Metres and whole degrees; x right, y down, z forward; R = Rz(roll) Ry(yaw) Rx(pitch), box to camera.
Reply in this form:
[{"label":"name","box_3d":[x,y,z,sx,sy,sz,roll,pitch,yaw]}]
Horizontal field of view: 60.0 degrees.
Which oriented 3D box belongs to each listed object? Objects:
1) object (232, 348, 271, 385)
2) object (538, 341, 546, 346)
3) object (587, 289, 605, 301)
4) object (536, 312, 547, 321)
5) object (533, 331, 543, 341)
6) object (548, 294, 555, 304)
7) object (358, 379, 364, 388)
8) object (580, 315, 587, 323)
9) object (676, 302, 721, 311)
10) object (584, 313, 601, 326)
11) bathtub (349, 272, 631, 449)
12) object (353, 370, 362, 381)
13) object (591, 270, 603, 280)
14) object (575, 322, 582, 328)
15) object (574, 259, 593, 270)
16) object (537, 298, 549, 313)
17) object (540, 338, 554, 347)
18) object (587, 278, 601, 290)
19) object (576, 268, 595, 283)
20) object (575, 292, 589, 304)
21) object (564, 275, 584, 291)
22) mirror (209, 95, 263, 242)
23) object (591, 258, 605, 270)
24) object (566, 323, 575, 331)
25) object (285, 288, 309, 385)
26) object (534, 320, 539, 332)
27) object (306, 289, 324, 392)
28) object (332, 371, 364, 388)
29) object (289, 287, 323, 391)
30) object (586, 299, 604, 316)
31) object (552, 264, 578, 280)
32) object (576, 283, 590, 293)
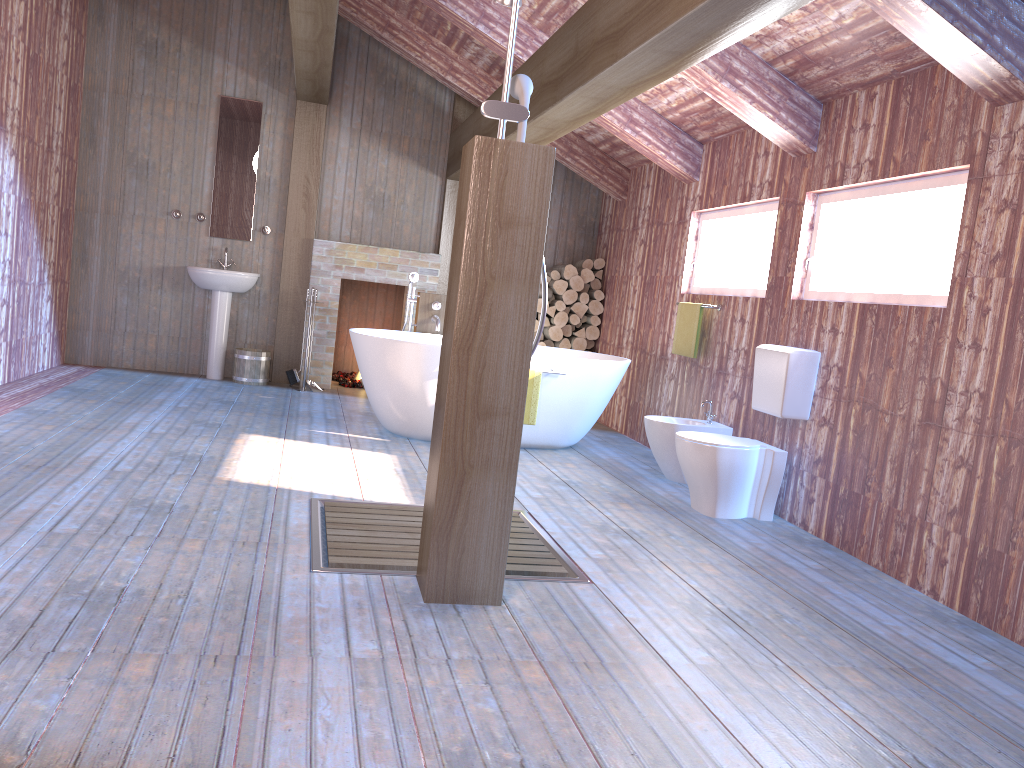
[{"label":"object","box_3d":[-2.248,-0.149,7.662,0.309,0.290,0.308,6,6,-3]},{"label":"object","box_3d":[0.212,-0.357,8.178,0.098,0.100,0.437,5,6,-15]},{"label":"object","box_3d":[0.745,-0.833,8.242,0.102,0.109,0.438,5,6,-13]},{"label":"object","box_3d":[0.248,-0.619,8.154,0.088,0.092,0.280,5,6,-12]},{"label":"object","box_3d":[0.207,-0.464,8.267,0.104,0.127,0.321,5,6,-13]},{"label":"object","box_3d":[0.306,-0.811,8.245,0.121,0.124,0.291,5,6,-12]},{"label":"object","box_3d":[-1.342,-0.010,8.401,0.085,0.084,0.278,10,7,33]},{"label":"object","box_3d":[0.644,-0.615,8.293,0.088,0.092,0.280,5,6,-12]},{"label":"object","box_3d":[1.238,-0.528,5.962,0.091,0.043,0.581,5,6,-13]},{"label":"object","box_3d":[0.714,-0.604,8.263,0.102,0.109,0.438,5,6,-13]},{"label":"bathtub","box_3d":[-0.159,-0.164,6.166,1.935,1.109,1.460,8,6,9]},{"label":"object","box_3d":[-1.410,-0.140,8.531,0.221,0.306,0.121,8,6,14]},{"label":"object","box_3d":[0.761,-1.028,8.275,0.081,0.100,0.281,5,6,-13]},{"label":"object","box_3d":[0.591,-0.558,8.229,0.067,0.069,0.177,5,6,-13]},{"label":"object","box_3d":[0.665,-1.098,8.227,0.104,0.121,0.270,5,6,-12]},{"label":"object","box_3d":[0.219,-0.733,8.138,0.138,0.147,0.440,5,6,-13]},{"label":"object","box_3d":[0.300,-0.369,8.300,0.116,0.118,0.289,5,6,-16]},{"label":"object","box_3d":[0.745,-0.932,8.267,0.107,0.115,0.269,5,6,-12]},{"label":"object","box_3d":[0.638,-1.001,8.218,0.133,0.142,0.456,5,6,-12]},{"label":"object","box_3d":[0.612,-0.801,8.214,0.089,0.106,0.437,5,6,-12]},{"label":"object","box_3d":[0.529,-0.933,8.182,0.141,0.143,0.437,5,6,-15]},{"label":"mirror","box_3d":[-2.383,-1.853,7.659,0.350,1.199,0.009,5,6,-13]},{"label":"object","box_3d":[0.771,-1.111,8.251,0.112,0.113,0.271,5,6,-13]},{"label":"object","box_3d":[0.529,-0.527,8.218,0.065,0.069,0.177,5,6,-14]},{"label":"object","box_3d":[-1.840,-0.405,7.590,0.136,0.846,0.062,3,7,-32]},{"label":"object","box_3d":[0.170,-0.549,8.141,0.115,0.123,0.291,5,6,-12]},{"label":"object","box_3d":[-1.696,-0.378,7.613,0.206,0.871,0.126,10,6,29]},{"label":"object","box_3d":[-1.395,-0.033,8.707,0.829,0.085,0.935,3,7,-31]},{"label":"object","box_3d":[-1.784,-0.395,7.658,0.276,0.888,0.333,10,6,28]},{"label":"object","box_3d":[0.718,-0.723,8.253,0.147,0.152,0.439,5,6,-13]},{"label":"object","box_3d":[0.486,-1.030,8.178,0.135,0.139,0.456,5,6,-12]},{"label":"object","box_3d":[0.621,-0.895,8.311,0.132,0.119,0.319,6,6,-12]}]
